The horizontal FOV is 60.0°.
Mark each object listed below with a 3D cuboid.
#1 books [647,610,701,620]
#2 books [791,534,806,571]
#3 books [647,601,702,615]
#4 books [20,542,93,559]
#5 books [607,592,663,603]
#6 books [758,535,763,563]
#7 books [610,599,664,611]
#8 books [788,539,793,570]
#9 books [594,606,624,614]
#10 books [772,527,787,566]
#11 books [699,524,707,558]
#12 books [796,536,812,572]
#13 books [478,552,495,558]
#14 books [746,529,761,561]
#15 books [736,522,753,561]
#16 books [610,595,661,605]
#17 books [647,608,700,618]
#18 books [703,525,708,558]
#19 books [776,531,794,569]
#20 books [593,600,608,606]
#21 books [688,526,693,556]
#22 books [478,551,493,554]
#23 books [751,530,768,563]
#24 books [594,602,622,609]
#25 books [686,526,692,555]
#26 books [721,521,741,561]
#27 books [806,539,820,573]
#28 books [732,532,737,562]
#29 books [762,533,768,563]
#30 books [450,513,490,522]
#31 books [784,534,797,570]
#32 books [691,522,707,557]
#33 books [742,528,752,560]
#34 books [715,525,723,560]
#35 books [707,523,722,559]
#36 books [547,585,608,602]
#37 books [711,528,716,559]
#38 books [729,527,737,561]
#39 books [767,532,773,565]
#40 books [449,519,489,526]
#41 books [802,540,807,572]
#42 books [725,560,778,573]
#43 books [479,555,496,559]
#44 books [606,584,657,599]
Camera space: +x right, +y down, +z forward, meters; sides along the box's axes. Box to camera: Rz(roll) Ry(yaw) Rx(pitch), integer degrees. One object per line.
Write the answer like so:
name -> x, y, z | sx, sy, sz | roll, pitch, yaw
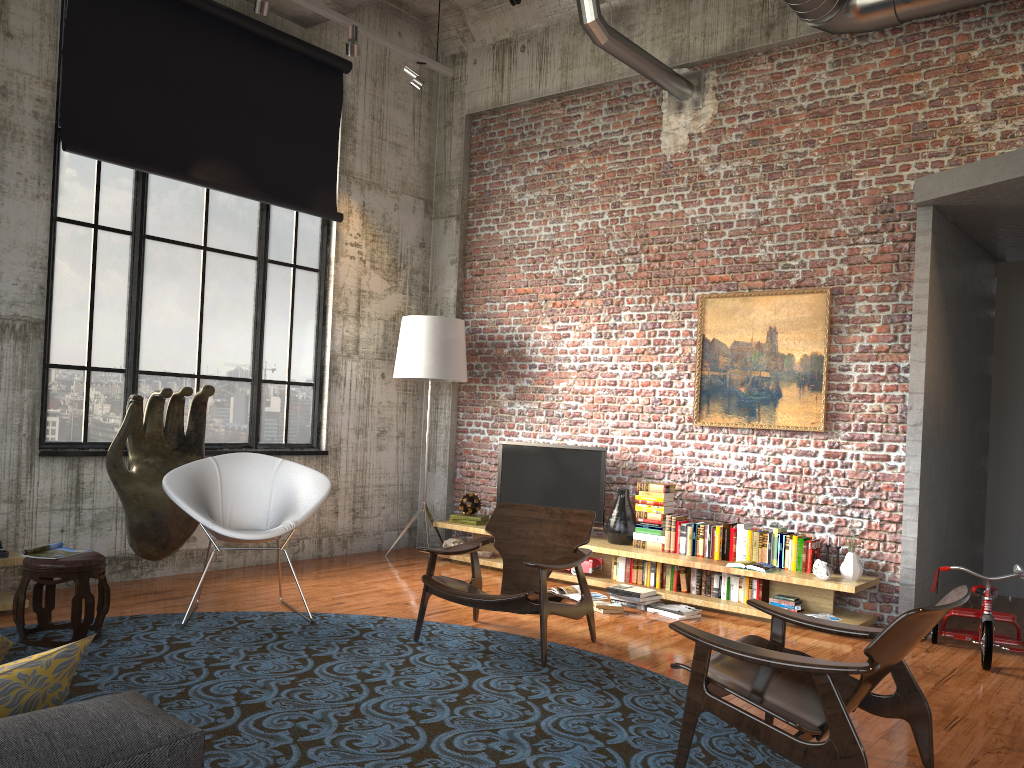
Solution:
books -> 1.169, 1.652, 6.399 | 0.232, 0.017, 0.313 | 4, -3, -36
books -> 2.098, 1.231, 6.484 | 0.034, 0.253, 0.183 | 3, -1, 38
books -> 1.175, 1.620, 6.408 | 0.311, 0.014, 0.250 | 1, -3, 45
books -> -2.559, 0.938, 4.989 | 0.229, 0.043, 0.300 | 2, -2, 13
books -> 0.914, 1.574, 6.618 | 0.262, 0.028, 0.320 | 5, -3, -41
books -> 1.892, 1.242, 6.635 | 0.027, 0.223, 0.161 | 3, -1, 38
books -> 0.938, 1.639, 6.651 | 0.320, 0.040, 0.237 | 1, -3, 41
books -> 2.069, 1.245, 6.496 | 0.027, 0.223, 0.161 | 3, -1, 38
books -> 0.694, 1.623, 6.392 | 0.182, 0.030, 0.128 | 4, -2, -29
books -> 1.983, 1.210, 6.572 | 0.036, 0.290, 0.176 | 3, -1, 38
books -> 1.511, 1.217, 6.895 | 0.032, 0.246, 0.171 | 3, -1, 39
books -> 2.129, 1.238, 6.460 | 0.045, 0.240, 0.175 | 3, -1, 38
books -> -0.256, 1.547, 8.058 | 0.166, 0.021, 0.211 | 2, -2, 14
books -> 1.824, 1.225, 6.689 | 0.034, 0.253, 0.183 | 3, -1, 38
books -> 1.768, 1.206, 6.740 | 0.053, 0.290, 0.176 | 3, -1, 38
books -> 0.927, 1.604, 6.651 | 0.299, 0.028, 0.237 | 1, -3, 37
books -> 1.167, 1.635, 6.404 | 0.307, 0.017, 0.232 | 1, -3, 37
books -> 1.538, 1.216, 6.877 | 0.032, 0.250, 0.160 | 3, -1, 39
books -> 2.018, 1.226, 6.541 | 0.060, 0.259, 0.180 | 3, -1, 38
books -> 0.628, 1.637, 6.594 | 0.133, 0.012, 0.189 | 1, -3, 36
books -> 1.433, 1.226, 6.943 | 0.026, 0.223, 0.161 | 3, -1, 39
books -> -0.248, 1.530, 8.049 | 0.113, 0.016, 0.114 | 4, -2, -27
books -> 1.861, 1.230, 6.663 | 0.057, 0.246, 0.171 | 3, -1, 38
books -> 0.692, 1.597, 6.394 | 0.189, 0.022, 0.133 | 3, -2, 0
books -> 1.418, 1.227, 6.966 | 0.027, 0.223, 0.161 | 3, -1, 39
books -> 1.686, 1.207, 6.815 | 0.066, 0.284, 0.198 | 3, -1, 38
books -> 2.181, 1.244, 6.419 | 0.037, 0.231, 0.168 | 3, -1, 38
books -> 1.730, 1.238, 6.758 | 0.026, 0.223, 0.161 | 3, -1, 38
books -> 1.925, 1.234, 6.620 | 0.045, 0.240, 0.175 | 3, -1, 38
books -> -0.391, 1.245, 8.292 | 0.302, 0.037, 0.243 | 2, -2, 18
books -> 2.049, 1.231, 6.512 | 0.026, 0.250, 0.160 | 3, -1, 38
books -> 1.466, 1.213, 6.935 | 0.034, 0.253, 0.183 | 3, -1, 39
books -> 1.800, 1.225, 6.712 | 0.034, 0.253, 0.183 | 3, -1, 38
books -> 1.617, 1.216, 6.809 | 0.034, 0.253, 0.183 | 3, -1, 39
books -> 1.566, 1.212, 6.858 | 0.034, 0.259, 0.180 | 3, -1, 39
books -> 0.486, 1.607, 6.850 | 0.300, 0.049, 0.422 | 4, -3, -37
books -> 1.600, 1.227, 6.844 | 0.037, 0.231, 0.168 | 3, -1, 39
books -> 1.712, 1.224, 6.775 | 0.026, 0.250, 0.160 | 3, -1, 38
books -> 1.949, 1.228, 6.587 | 0.034, 0.253, 0.183 | 3, -1, 38
books -> -0.393, 1.282, 8.292 | 0.301, 0.037, 0.243 | 2, -2, 31
books -> 2.149, 1.247, 6.430 | 0.026, 0.223, 0.161 | 3, -1, 38
books -> 1.739, 1.319, 6.434 | 0.316, 0.040, 0.214 | 1, -3, 39
books -> -0.259, 1.567, 8.067 | 0.211, 0.020, 0.162 | 3, -2, 6
books -> 0.891, 1.543, 6.605 | 0.296, 0.035, 0.236 | 1, -3, 41
